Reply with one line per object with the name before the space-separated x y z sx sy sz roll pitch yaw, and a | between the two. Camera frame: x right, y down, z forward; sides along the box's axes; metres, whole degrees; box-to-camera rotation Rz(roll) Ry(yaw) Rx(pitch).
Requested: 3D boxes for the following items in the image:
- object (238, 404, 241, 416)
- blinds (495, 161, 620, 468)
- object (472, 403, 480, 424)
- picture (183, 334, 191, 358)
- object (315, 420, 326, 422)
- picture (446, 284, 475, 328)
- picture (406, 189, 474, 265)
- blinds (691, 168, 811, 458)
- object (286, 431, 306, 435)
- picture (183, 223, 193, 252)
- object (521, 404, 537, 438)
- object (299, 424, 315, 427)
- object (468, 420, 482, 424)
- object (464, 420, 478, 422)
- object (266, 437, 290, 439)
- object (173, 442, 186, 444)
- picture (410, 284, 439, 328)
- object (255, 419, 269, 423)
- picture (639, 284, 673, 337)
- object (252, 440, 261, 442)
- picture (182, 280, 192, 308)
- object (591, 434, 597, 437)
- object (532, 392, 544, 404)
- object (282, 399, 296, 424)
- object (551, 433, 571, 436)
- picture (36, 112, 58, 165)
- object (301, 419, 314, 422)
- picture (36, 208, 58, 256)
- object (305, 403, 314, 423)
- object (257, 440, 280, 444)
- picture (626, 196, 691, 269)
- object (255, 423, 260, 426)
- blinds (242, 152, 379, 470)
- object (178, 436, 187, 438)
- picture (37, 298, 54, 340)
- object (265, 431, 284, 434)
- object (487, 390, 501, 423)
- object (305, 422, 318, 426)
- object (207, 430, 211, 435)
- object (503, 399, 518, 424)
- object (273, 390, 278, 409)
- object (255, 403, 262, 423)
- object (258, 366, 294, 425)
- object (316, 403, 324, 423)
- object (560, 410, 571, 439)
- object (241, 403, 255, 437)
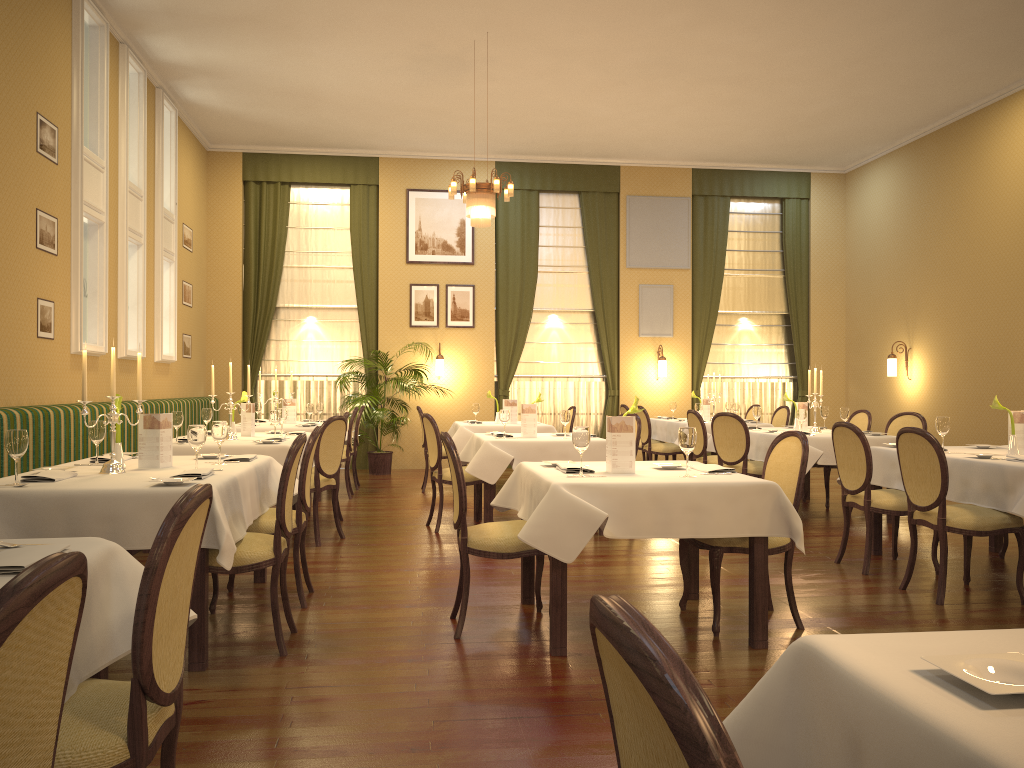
object | -2.756 0.322 9.065 0.088 0.229 0.088 0 0 41
blinds | 0.670 -1.053 12.886 1.878 4.537 0.129 0 0 -7
object | -0.403 0.332 9.865 0.088 0.229 0.088 0 0 41
picture | -4.066 -0.473 11.095 0.008 0.294 0.437 0 0 -7
object | -2.210 0.433 10.343 0.142 0.024 0.273 0 0 -7
picture | -0.739 -1.109 12.649 0.412 0.619 0.022 0 0 -7
picture | -1.017 -2.234 12.613 0.966 1.057 0.027 0 0 -7
blinds | 3.564 -1.044 13.257 1.876 4.537 0.129 0 0 -7
object | -1.867 0.425 7.665 0.142 0.024 0.273 0 0 -7
picture | -4.064 -1.829 11.114 0.008 0.294 0.504 0 0 -7
object | 0.116 0.303 7.294 0.166 0.277 0.081 0 0 39
object | -2.105 0.428 9.077 0.160 0.024 0.160 0 0 -7
object | -0.418 0.433 10.070 0.142 0.033 0.273 0 0 -7
object | -0.483 0.436 10.333 0.160 0.024 0.160 0 0 -7
object | -1.850 0.428 7.006 0.185 0.010 0.017 0 0 -7
object | -2.408 0.422 6.298 0.181 0.015 0.038 0 0 -6
picture | -1.244 -1.110 12.585 0.412 0.619 0.022 0 0 -7
object | -2.891 0.427 10.243 0.142 0.033 0.273 0 0 -7
picture | 2.117 -1.071 13.010 0.512 0.769 0.027 0 0 -7
object | -1.830 0.424 6.548 0.181 0.015 0.038 0 0 -6
picture | -4.066 -1.125 11.111 0.008 0.294 0.504 0 0 -7
object | 0.613 0.431 7.438 0.142 0.024 0.273 0 0 -7
object | 0.188 0.253 7.414 0.163 0.375 0.076 0 0 -30
object | -2.497 0.304 9.881 0.166 0.277 0.081 0 0 9
object | 0.412 0.430 7.519 0.160 0.024 0.160 0 0 -7
picture | -3.495 -1.842 6.675 0.008 0.294 0.401 0 0 -7
object | -2.411 0.431 10.423 0.160 0.024 0.160 0 0 -7
picture | -3.497 -1.138 6.673 0.008 0.294 0.401 0 0 -7
object | -2.187 0.326 9.581 0.088 0.229 0.088 0 0 41
object | -1.762 0.420 6.399 0.160 0.024 0.160 0 0 -7
picture | 2.155 -2.223 13.018 0.966 1.057 0.027 0 0 -7
object | -2.731 0.424 9.285 0.142 0.033 0.273 0 0 -7
blinds | -2.811 -1.065 12.450 1.934 4.537 0.225 0 0 -8
object | -2.512 0.419 6.896 0.160 0.024 0.160 0 0 -7
picture | -3.497 -0.486 6.652 0.008 0.294 0.313 0 0 -7
object | -2.068 0.423 7.746 0.160 0.024 0.160 0 0 -7
object | -0.203 0.260 10.079 0.163 0.375 0.076 0 0 15
object | -2.141 0.426 9.395 0.142 0.033 0.273 0 0 -7
object | -2.548 0.419 7.565 0.142 0.033 0.273 0 0 -7
object | -0.020 0.311 9.955 0.166 0.277 0.081 0 0 -1
object | -2.605 0.252 9.794 0.076 0.375 0.163 0 0 -20
object | -2.876 0.325 10.038 0.088 0.229 0.088 0 0 41
object | -2.522 0.115 9.472 0.390 0.655 0.131 0 0 -2
object | -2.179 0.327 10.057 0.088 0.229 0.088 0 0 41
object | 0.427 0.325 7.132 0.088 0.229 0.088 0 0 35
object | -2.154 0.296 7.306 0.166 0.277 0.081 0 0 44
